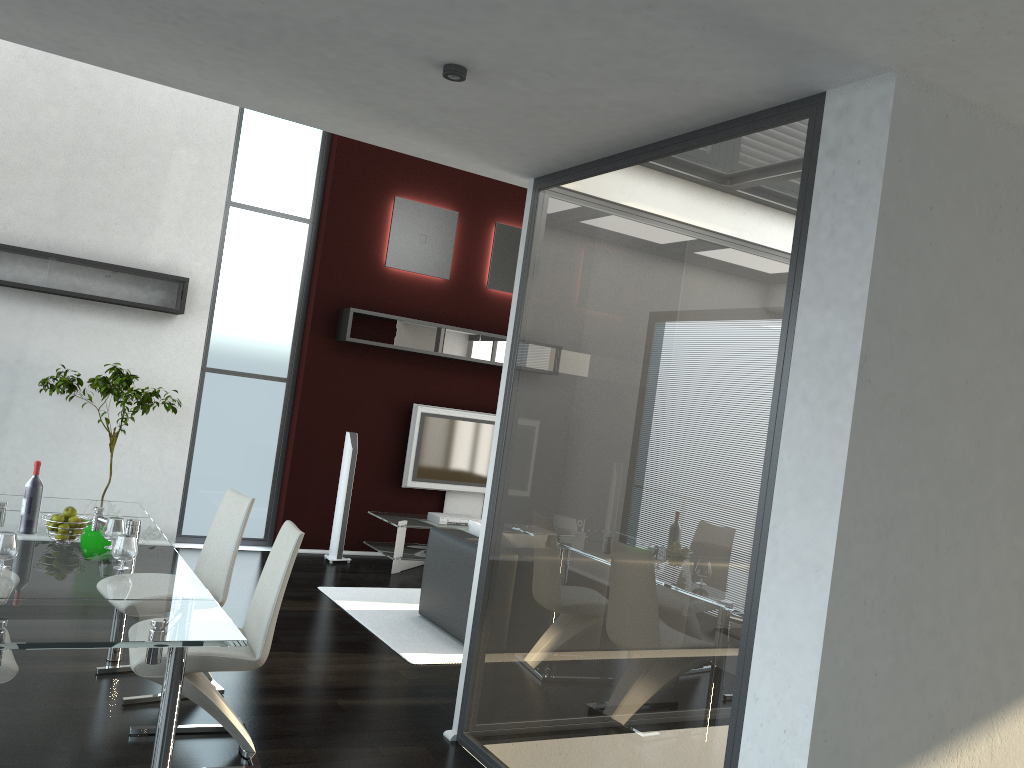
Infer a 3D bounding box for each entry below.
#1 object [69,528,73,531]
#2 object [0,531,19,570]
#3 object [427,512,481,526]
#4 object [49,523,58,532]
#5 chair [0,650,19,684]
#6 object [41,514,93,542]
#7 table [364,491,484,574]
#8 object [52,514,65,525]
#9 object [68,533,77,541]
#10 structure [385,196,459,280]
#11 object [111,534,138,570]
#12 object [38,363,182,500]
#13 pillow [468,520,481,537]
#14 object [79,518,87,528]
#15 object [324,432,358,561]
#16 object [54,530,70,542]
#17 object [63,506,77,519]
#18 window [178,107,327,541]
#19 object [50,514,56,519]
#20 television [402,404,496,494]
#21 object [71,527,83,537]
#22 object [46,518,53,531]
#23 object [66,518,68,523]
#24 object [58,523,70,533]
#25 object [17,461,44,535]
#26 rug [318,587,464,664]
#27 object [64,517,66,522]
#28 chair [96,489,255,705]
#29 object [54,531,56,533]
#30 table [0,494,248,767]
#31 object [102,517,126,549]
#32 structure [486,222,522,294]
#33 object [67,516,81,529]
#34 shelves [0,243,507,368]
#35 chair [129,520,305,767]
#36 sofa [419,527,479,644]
[{"bbox_3d":[-1.960,0.627,3.942,0.054,0.055,0.053,7,-2,25],"label":"object"},{"bbox_3d":[-1.909,0.625,3.333,0.098,0.132,0.098,8,-1,-10],"label":"object"},{"bbox_3d":[-0.542,1.281,8.370,0.439,0.073,0.273,9,-2,-30],"label":"object"},{"bbox_3d":[-1.982,0.619,3.837,0.040,0.040,0.039,9,-2,-38],"label":"object"},{"bbox_3d":[-2.114,0.916,3.157,0.612,0.959,0.471,9,-2,-35],"label":"chair"},{"bbox_3d":[-1.959,0.642,3.890,0.206,0.105,0.206,8,-1,15],"label":"object"},{"bbox_3d":[-0.301,1.240,8.621,2.046,1.093,0.771,9,-2,-30],"label":"table"},{"bbox_3d":[-1.959,0.584,3.831,0.047,0.045,0.047,9,-2,-29],"label":"object"},{"bbox_3d":[-1.938,0.673,3.906,0.038,0.038,0.038,9,-2,-26],"label":"object"},{"bbox_3d":[-0.876,-1.406,8.600,0.678,0.676,0.055,9,-2,-30],"label":"structure"},{"bbox_3d":[-1.567,0.679,3.585,0.098,0.132,0.098,8,-1,-10],"label":"object"},{"bbox_3d":[-3.155,0.586,6.837,0.994,1.515,0.646,9,-2,-38],"label":"object"},{"bbox_3d":[-0.184,1.176,6.308,0.186,0.358,0.376,9,-2,-28],"label":"pillow"},{"bbox_3d":[-1.914,0.618,3.927,0.055,0.048,0.054,9,-2,-36],"label":"object"},{"bbox_3d":[-1.521,1.006,8.018,0.228,1.141,0.215,9,-2,-45],"label":"object"},{"bbox_3d":[-1.958,0.658,3.860,0.061,0.056,0.059,8,-1,15],"label":"object"},{"bbox_3d":[-1.939,0.564,3.890,0.055,0.056,0.055,9,-2,-30],"label":"object"},{"bbox_3d":[-2.319,-0.774,8.101,0.800,4.400,0.025,9,-2,-30],"label":"window"},{"bbox_3d":[-2.012,0.598,3.916,0.047,0.048,0.047,7,-2,23],"label":"object"},{"bbox_3d":[-0.380,0.683,8.856,1.436,0.807,0.099,9,-2,-30],"label":"television"},{"bbox_3d":[-1.906,0.647,3.886,0.045,0.042,0.045,9,-2,-35],"label":"object"},{"bbox_3d":[-2.003,0.615,3.873,0.058,0.058,0.058,7,-2,27],"label":"object"},{"bbox_3d":[-1.968,0.591,3.921,0.040,0.043,0.044,8,-1,-15],"label":"object"},{"bbox_3d":[-1.938,0.622,3.834,0.047,0.045,0.047,9,-2,-26],"label":"object"},{"bbox_3d":[-2.158,0.509,3.993,0.082,0.326,0.082,8,-1,-9],"label":"object"},{"bbox_3d":[0.527,1.862,6.989,3.695,0.009,1.875,9,-2,-30],"label":"rug"},{"bbox_3d":[-1.967,0.597,3.869,0.040,0.038,0.040,7,-2,31],"label":"object"},{"bbox_3d":[-1.679,1.007,4.405,0.612,0.959,0.471,9,-2,-40],"label":"chair"},{"bbox_3d":[-1.990,0.660,3.906,0.048,0.048,0.048,8,-1,-19],"label":"object"},{"bbox_3d":[-1.979,1.063,3.803,0.940,0.731,2.720,9,-2,-30],"label":"table"},{"bbox_3d":[-1.763,0.661,3.932,0.098,0.132,0.098,8,-1,-10],"label":"object"},{"bbox_3d":[0.075,-1.260,9.149,0.678,0.676,0.055,9,-2,-30],"label":"structure"},{"bbox_3d":[-1.911,0.604,3.872,0.050,0.054,0.055,7,-2,30],"label":"object"},{"bbox_3d":[-1.463,-0.533,8.167,6.988,0.301,0.305,9,-2,-30],"label":"shelves"},{"bbox_3d":[-1.251,1.048,3.679,0.612,0.959,0.471,9,-2,-25],"label":"chair"},{"bbox_3d":[0.753,1.541,6.708,2.781,0.652,0.943,9,-2,-30],"label":"sofa"}]
